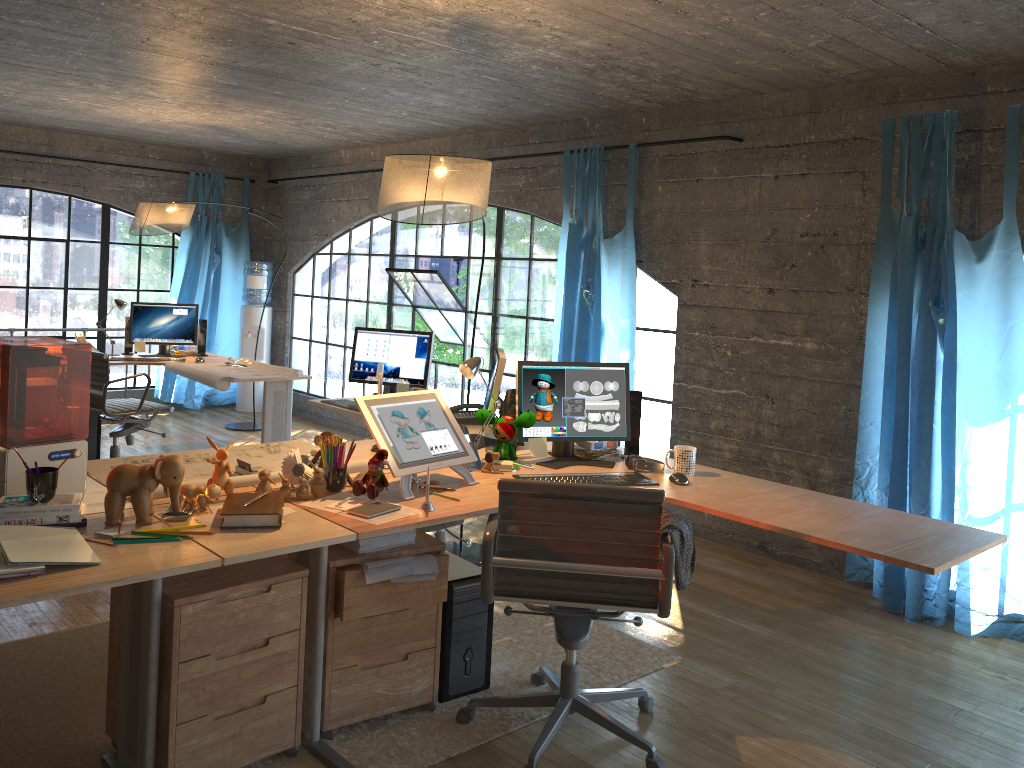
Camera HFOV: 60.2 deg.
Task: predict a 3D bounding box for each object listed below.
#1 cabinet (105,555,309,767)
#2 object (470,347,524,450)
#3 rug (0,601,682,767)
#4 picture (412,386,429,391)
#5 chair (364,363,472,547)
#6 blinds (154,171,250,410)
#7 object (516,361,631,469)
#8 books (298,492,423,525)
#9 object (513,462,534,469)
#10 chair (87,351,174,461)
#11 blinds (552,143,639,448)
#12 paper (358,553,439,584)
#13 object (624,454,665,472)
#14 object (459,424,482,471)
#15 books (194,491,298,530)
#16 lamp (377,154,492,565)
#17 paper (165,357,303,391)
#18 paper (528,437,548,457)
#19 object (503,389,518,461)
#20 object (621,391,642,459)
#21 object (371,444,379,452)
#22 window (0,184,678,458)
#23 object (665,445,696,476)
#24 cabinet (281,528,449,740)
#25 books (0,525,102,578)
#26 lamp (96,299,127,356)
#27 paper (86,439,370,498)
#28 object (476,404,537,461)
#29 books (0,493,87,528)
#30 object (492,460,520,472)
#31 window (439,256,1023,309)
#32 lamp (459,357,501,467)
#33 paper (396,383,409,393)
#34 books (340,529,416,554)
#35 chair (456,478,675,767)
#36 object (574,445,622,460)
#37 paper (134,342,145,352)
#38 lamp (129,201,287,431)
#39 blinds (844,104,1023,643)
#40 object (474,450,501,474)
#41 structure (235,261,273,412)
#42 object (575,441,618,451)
[{"bbox_3d":[-0.887,0.807,2.590,0.428,0.570,0.427,6,5,45],"label":"cabinet"},{"bbox_3d":[-0.082,0.057,3.761,0.285,0.389,0.473,3,5,-3],"label":"object"},{"bbox_3d":[-0.691,1.016,3.264,2.202,0.005,1.610,-4,9,-43],"label":"rug"},{"bbox_3d":[-0.470,0.074,4.635,0.032,0.104,0.159,1,5,-42],"label":"picture"},{"bbox_3d":[-0.417,0.435,4.021,0.684,1.012,0.656,2,3,-9],"label":"chair"},{"bbox_3d":[-2.927,-0.895,8.554,0.263,2.277,0.945,4,3,44],"label":"blinds"},{"bbox_3d":[0.241,0.109,3.469,0.469,0.389,0.287,1,4,-18],"label":"object"},{"bbox_3d":[-0.455,0.363,2.643,0.331,0.012,0.215,7,8,33],"label":"books"},{"bbox_3d":[0.024,0.303,3.338,0.159,0.011,0.011,10,8,44],"label":"object"},{"bbox_3d":[-2.591,0.194,5.740,0.655,0.856,0.685,5,4,34],"label":"chair"},{"bbox_3d":[0.498,-0.351,5.546,0.670,2.290,0.257,5,2,42],"label":"blinds"},{"bbox_3d":[-0.363,0.560,2.762,0.255,0.084,0.208,0,7,-27],"label":"paper"},{"bbox_3d":[0.508,0.300,3.381,0.154,0.057,0.136,0,7,-27],"label":"object"},{"bbox_3d":[-0.160,0.232,3.239,0.084,0.159,0.082,5,3,36],"label":"object"},{"bbox_3d":[-0.748,0.345,2.496,0.260,0.054,0.292,3,7,-2],"label":"books"},{"bbox_3d":[-0.144,-0.257,6.014,0.386,1.922,6.277,3,6,3],"label":"lamp"},{"bbox_3d":[-1.853,-0.075,5.838,0.582,0.113,0.856,-3,9,-42],"label":"paper"},{"bbox_3d":[0.101,0.242,3.379,0.078,0.074,0.019,1,2,-18],"label":"paper"},{"bbox_3d":[-0.012,0.155,3.444,0.085,0.277,0.085,3,2,3],"label":"object"},{"bbox_3d":[0.490,0.163,3.583,0.085,0.277,0.085,1,3,-43],"label":"object"},{"bbox_3d":[-0.508,0.251,3.466,0.101,0.034,0.059,5,6,22],"label":"object"},{"bbox_3d":[-2.192,-0.657,7.294,6.948,1.864,3.204,4,6,7],"label":"window"},{"bbox_3d":[0.643,0.290,3.336,0.108,0.100,0.083,0,5,-32],"label":"object"},{"bbox_3d":[-0.491,0.786,2.926,0.425,0.570,0.476,1,4,-35],"label":"cabinet"},{"bbox_3d":[-1.156,0.384,2.054,0.317,0.044,0.309,-2,9,-38],"label":"books"},{"bbox_3d":[-2.899,-0.414,6.390,0.207,0.408,0.105,4,2,15],"label":"lamp"},{"bbox_3d":[-0.981,0.305,3.076,0.852,0.113,0.585,-3,9,-42],"label":"paper"},{"bbox_3d":[-0.031,0.190,3.380,0.246,0.220,0.115,3,3,7],"label":"object"},{"bbox_3d":[-1.239,0.337,2.299,0.229,0.069,0.179,-2,8,-35],"label":"books"},{"bbox_3d":[-0.035,0.300,3.280,0.132,0.026,0.133,-3,9,-42],"label":"object"},{"bbox_3d":[0.527,-0.283,5.269,12.270,1.844,3.930,6,7,26],"label":"window"},{"bbox_3d":[-0.115,0.101,3.308,0.207,0.408,0.106,1,2,-31],"label":"lamp"},{"bbox_3d":[-0.594,0.035,4.782,0.077,0.074,0.018,4,2,17],"label":"paper"},{"bbox_3d":[-0.490,0.447,2.909,0.220,0.109,0.311,-2,8,-41],"label":"books"},{"bbox_3d":[0.164,0.689,2.812,0.653,0.856,0.688,3,4,4],"label":"chair"},{"bbox_3d":[0.344,0.275,3.598,0.204,0.036,0.205,-4,9,-44],"label":"object"},{"bbox_3d":[-2.710,-0.269,6.428,0.078,0.074,0.019,1,2,-18],"label":"paper"},{"bbox_3d":[-1.971,-0.739,9.228,0.386,1.922,6.271,3,6,12],"label":"lamp"},{"bbox_3d":[1.942,-0.024,3.950,0.260,2.411,0.862,2,2,-34],"label":"blinds"},{"bbox_3d":[-0.089,0.281,3.196,0.098,0.078,0.035,3,2,5],"label":"object"},{"bbox_3d":[-2.552,-0.480,8.777,0.326,1.471,0.328,2,2,-23],"label":"structure"},{"bbox_3d":[0.331,0.238,3.615,0.152,0.032,0.145,-2,8,-38],"label":"object"}]
